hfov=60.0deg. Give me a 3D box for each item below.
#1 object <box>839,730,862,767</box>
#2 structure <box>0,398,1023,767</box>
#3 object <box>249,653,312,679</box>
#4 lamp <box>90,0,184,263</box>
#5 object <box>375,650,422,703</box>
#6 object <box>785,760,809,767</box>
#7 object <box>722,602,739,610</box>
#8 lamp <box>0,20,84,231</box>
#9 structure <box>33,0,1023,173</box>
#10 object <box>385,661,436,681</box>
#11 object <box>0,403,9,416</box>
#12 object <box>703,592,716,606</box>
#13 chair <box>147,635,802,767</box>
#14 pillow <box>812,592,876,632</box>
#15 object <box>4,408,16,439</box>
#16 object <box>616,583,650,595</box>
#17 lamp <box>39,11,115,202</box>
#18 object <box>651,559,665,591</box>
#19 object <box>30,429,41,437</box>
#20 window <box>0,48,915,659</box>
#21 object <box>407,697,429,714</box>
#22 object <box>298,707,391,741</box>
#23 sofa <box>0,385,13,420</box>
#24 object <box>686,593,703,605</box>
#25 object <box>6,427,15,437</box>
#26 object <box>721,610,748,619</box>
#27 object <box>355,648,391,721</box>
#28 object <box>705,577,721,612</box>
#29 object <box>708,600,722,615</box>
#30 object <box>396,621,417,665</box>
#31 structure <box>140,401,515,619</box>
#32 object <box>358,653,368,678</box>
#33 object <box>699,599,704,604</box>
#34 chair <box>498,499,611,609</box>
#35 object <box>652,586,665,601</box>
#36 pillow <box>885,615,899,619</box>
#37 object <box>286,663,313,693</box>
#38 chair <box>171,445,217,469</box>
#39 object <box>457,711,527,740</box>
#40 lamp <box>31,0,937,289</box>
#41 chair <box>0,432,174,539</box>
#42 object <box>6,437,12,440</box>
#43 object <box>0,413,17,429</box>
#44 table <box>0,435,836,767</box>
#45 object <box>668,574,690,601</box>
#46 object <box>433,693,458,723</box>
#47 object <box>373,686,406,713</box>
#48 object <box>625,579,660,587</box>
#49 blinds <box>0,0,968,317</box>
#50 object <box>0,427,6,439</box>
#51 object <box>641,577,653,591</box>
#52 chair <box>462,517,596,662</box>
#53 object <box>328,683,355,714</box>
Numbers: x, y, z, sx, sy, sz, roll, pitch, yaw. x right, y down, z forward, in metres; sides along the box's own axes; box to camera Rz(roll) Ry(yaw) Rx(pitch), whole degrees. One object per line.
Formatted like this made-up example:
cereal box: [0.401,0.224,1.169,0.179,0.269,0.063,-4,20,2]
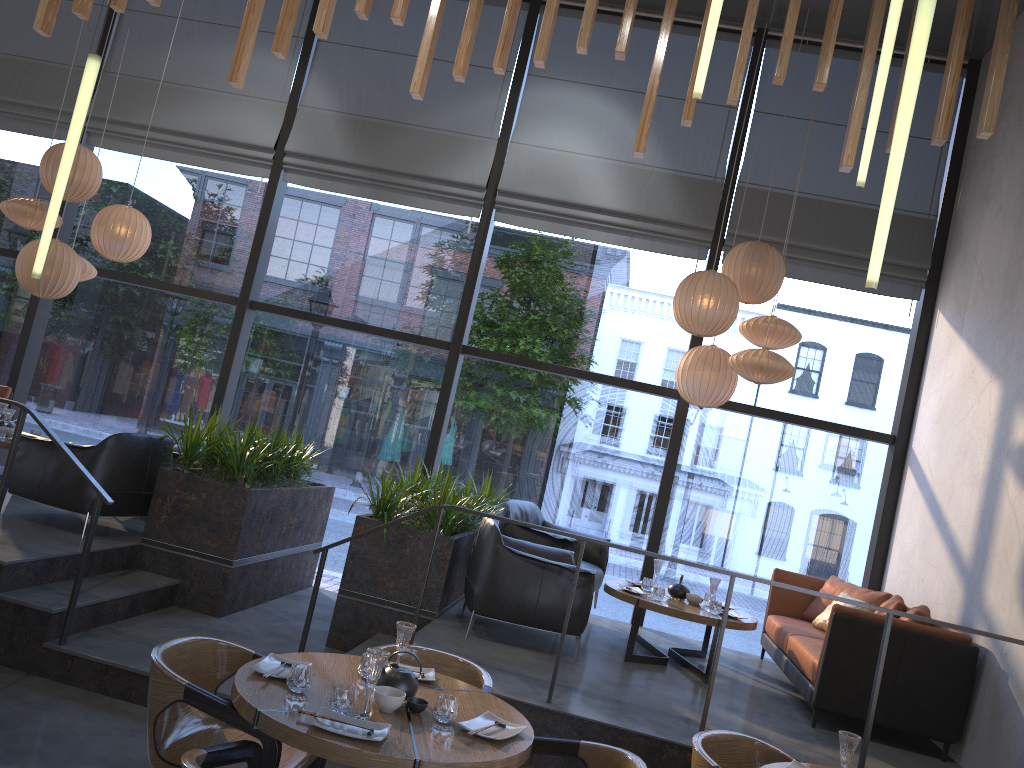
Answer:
object: [1.245,1.427,3.323,0.082,0.227,0.082,14,-5,-20]
structure: [-3.386,-1.176,0.669,11.718,4.117,9.054,12,-4,8]
object: [-0.858,1.050,3.259,0.170,0.025,0.294,12,-4,6]
lamp: [-2.363,-2.654,4.371,0.468,3.124,6.999,14,-4,-11]
object: [-0.418,1.071,3.274,0.163,0.179,0.168,17,-6,-44]
object: [1.127,1.511,3.408,0.170,0.025,0.294,10,-5,34]
object: [1.553,1.624,6.500,0.170,0.025,0.294,14,-4,-11]
lamp: [-3.737,-2.378,7.384,0.467,2.271,0.467,15,-5,-28]
structure: [-2.808,-1.847,0.560,10.399,5.894,10.127,12,-4,8]
object: [-0.458,1.168,3.615,0.294,0.025,0.170,13,-4,-7]
object: [-4.243,0.271,7.345,0.082,0.227,0.082,13,-4,-10]
object: [1.429,1.558,6.411,0.086,0.086,0.086,12,-4,12]
chair: [-2.789,0.948,2.441,9.749,0.759,4.352,12,-4,10]
pillow: [2.460,1.719,6.600,0.289,0.311,0.393,14,-4,-11]
object: [-3.931,0.307,6.893,0.082,0.227,0.082,16,-5,-39]
object: [0.849,1.440,6.174,0.170,0.025,0.294,14,-4,-11]
lamp: [-3.427,-2.666,7.388,0.465,2.374,0.465,10,-5,31]
object: [1.064,1.412,6.546,0.082,0.227,0.082,13,-4,-10]
object: [-3.877,0.416,7.211,0.086,0.086,0.086,12,-4,12]
window: [-3.231,-1.819,2.118,12.739,5.897,12.900,12,-4,8]
object: [-0.340,1.151,3.162,0.080,0.042,0.080,15,-5,-27]
object: [-0.545,1.089,2.836,0.294,0.025,0.170,12,-4,5]
sofa: [-5.331,0.167,7.373,0.864,0.811,2.226,12,-4,8]
object: [1.284,1.525,6.268,0.116,0.065,0.116,9,-5,38]
object: [-4.022,0.384,7.068,0.116,0.065,0.116,9,-5,38]
object: [1.499,1.580,6.076,0.170,0.025,0.294,14,-4,-11]
object: [-0.474,1.011,2.983,0.082,0.227,0.082,14,-5,-22]
object: [1.376,1.448,6.093,0.082,0.227,0.082,16,-5,-39]
object: [1.377,1.515,6.004,0.086,0.086,0.086,12,-4,12]
object: [-0.440,1.058,3.489,0.082,0.227,0.082,10,-5,29]
structure: [-6.242,-0.221,3.095,15.715,1.608,4.306,17,-6,-43]
object: [-0.556,1.102,3.462,0.086,0.086,0.086,13,-4,-9]
object: [1.332,1.555,6.364,0.080,0.042,0.080,15,-5,-29]
chair: [0.291,1.381,7.181,0.833,0.743,1.030,11,-5,23]
object: [1.002,1.434,6.061,0.086,0.086,0.086,12,-4,12]
pillow: [2.169,1.560,5.461,0.418,0.345,0.242,16,-6,-41]
object: [-0.743,1.033,3.108,0.086,0.086,0.086,10,-5,34]
chair: [-2.852,0.780,7.598,0.833,0.743,1.030,13,-4,-6]
object: [-0.082,1.215,3.123,0.170,0.025,0.294,11,-5,28]
lamp: [-1.430,-5.814,0.347,8.975,10.231,8.774,12,-4,7]
chair: [-2.998,0.658,6.430,0.833,0.743,1.030,12,-4,15]
object: [-3.808,0.438,6.876,0.170,0.025,0.294,14,-4,-11]
object: [-4.097,0.317,7.192,0.163,0.179,0.168,15,-5,-26]
table: [-3.235,0.864,4.082,10.659,0.968,6.876,12,-4,9]
object: [1.210,1.459,6.392,0.163,0.179,0.168,15,-5,-26]
object: [-0.234,1.150,3.140,0.086,0.086,0.086,12,-4,11]
object: [-0.436,1.114,3.122,0.116,0.065,0.116,14,-4,-13]
object: [0.962,1.502,6.646,0.170,0.025,0.294,9,-6,44]
blinds: [-5.624,-3.944,5.578,17.610,2.314,8.760,16,-5,-38]
object: [-3.929,0.373,6.804,0.086,0.086,0.086,12,-4,12]
object: [0.984,1.460,6.459,0.086,0.086,0.086,8,-6,46]
chair: [0.100,1.325,5.969,0.833,0.743,1.030,13,-4,-6]
object: [-0.573,1.062,2.987,0.086,0.086,0.086,10,-5,33]
